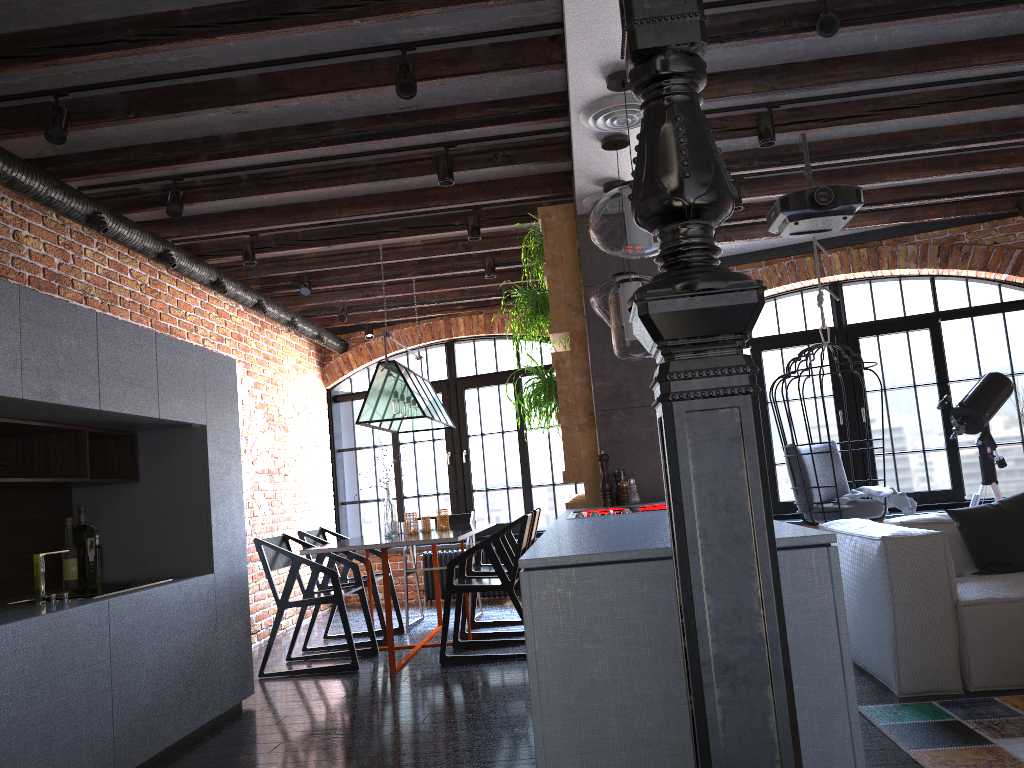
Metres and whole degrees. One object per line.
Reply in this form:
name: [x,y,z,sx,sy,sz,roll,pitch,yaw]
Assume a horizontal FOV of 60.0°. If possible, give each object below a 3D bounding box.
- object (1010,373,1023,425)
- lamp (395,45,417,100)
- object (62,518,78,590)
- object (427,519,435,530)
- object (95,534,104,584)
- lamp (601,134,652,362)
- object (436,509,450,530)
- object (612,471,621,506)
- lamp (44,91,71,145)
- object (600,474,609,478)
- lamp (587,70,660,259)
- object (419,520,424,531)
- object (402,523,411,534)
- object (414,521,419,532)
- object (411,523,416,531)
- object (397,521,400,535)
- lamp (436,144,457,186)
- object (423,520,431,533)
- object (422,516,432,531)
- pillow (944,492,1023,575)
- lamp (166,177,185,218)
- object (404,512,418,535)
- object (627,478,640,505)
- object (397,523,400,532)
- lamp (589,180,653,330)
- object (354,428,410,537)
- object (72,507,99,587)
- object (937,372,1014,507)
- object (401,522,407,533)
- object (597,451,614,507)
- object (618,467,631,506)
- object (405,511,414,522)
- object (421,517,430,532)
object: [3.822,0.347,6.457,0.270,1.053,0.299,-8,-7,25]
lamp: [-0.408,-1.201,3.443,0.093,0.210,0.145,-5,-6,-3]
object: [-2.032,0.777,4.074,0.063,0.323,0.063,0,-8,-37]
object: [-0.569,0.988,6.233,0.060,0.073,0.060,-10,-8,36]
object: [-2.000,0.843,4.278,0.047,0.235,0.047,-4,-6,-8]
lamp: [0.483,-0.571,3.736,0.195,0.954,0.198,-9,-8,34]
object: [-0.474,0.928,6.075,0.086,0.139,0.086,-5,-6,-6]
object: [0.549,0.537,4.584,0.048,0.179,0.048,-4,-6,-12]
lamp: [-1.820,-1.061,3.563,0.092,0.209,0.140,-4,-6,-11]
object: [0.486,0.542,4.576,0.048,0.179,0.048,-1,-8,-35]
lamp: [0.430,-0.779,3.171,0.364,0.664,0.365,-4,-7,-12]
object: [-0.631,0.987,6.173,0.060,0.073,0.060,-1,-8,-33]
object: [-0.704,0.968,5.958,0.060,0.073,0.060,-10,-8,36]
object: [-0.670,0.984,6.120,0.060,0.073,0.060,-10,-8,36]
object: [-0.676,0.973,6.016,0.060,0.073,0.060,-10,-8,36]
object: [-0.779,0.964,5.927,0.054,0.087,0.054,-10,-8,37]
lamp: [-0.329,-1.103,4.460,0.082,0.184,0.116,-1,-8,-34]
object: [-0.562,0.941,5.860,0.049,0.080,0.049,-4,-7,-12]
object: [-0.583,0.956,6.058,0.061,0.099,0.061,-6,-6,11]
pillow: [2.341,0.682,4.164,0.538,0.417,0.239,-4,-6,-6]
lamp: [-1.726,-0.952,4.562,0.093,0.210,0.148,-4,-6,-8]
object: [-0.663,0.917,5.839,0.086,0.139,0.086,-2,-7,-22]
object: [0.617,0.549,4.549,0.069,0.135,0.069,-3,-7,-15]
object: [-0.800,0.995,6.116,0.060,0.073,0.060,-10,-8,36]
lamp: [0.540,-0.613,4.324,0.367,0.746,0.367,-1,-7,-32]
object: [-0.795,0.627,5.714,0.443,0.708,0.194,-7,-7,20]
object: [-2.017,0.768,4.204,0.095,0.369,0.109,-6,-6,5]
object: [3.100,0.658,5.901,0.570,1.470,0.616,-9,-7,31]
object: [-0.734,0.991,6.130,0.060,0.073,0.060,-10,-8,36]
object: [0.475,0.483,4.509,0.061,0.282,0.061,-7,-7,19]
object: [0.573,0.520,4.507,0.081,0.192,0.058,1,-9,-44]
object: [-0.711,0.919,6.161,0.060,0.073,0.060,-3,-7,-18]
object: [-0.582,0.946,5.974,0.061,0.099,0.061,-11,-9,42]
